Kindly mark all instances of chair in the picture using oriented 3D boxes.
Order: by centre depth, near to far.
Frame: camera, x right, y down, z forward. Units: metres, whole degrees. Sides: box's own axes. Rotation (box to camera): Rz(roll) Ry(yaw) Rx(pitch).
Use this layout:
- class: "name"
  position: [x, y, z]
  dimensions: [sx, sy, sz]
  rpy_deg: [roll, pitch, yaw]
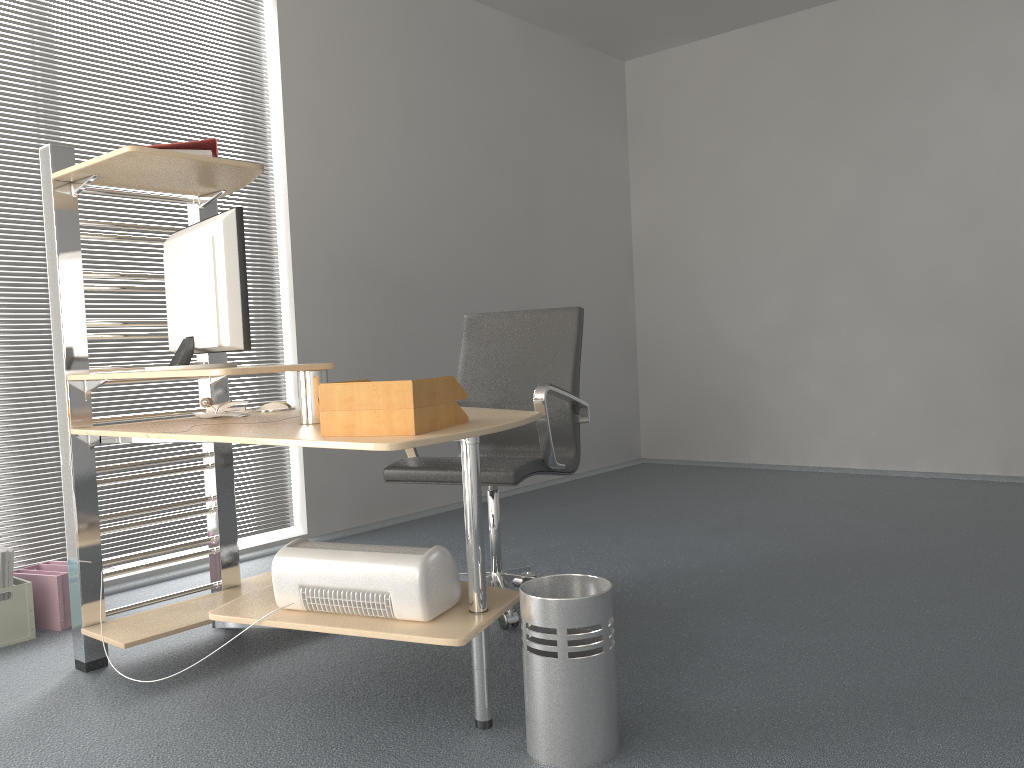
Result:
- class: "chair"
  position: [-0.067, 0.261, 3.111]
  dimensions: [0.584, 1.048, 0.652]
  rpy_deg: [-2, 3, 26]

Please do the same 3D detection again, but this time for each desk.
- class: "desk"
  position: [-0.495, 0.045, 2.554]
  dimensions: [1.469, 1.566, 0.967]
  rpy_deg: [-1, 3, 40]

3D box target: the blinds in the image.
- class: "blinds"
  position: [-1.761, -0.627, 3.544]
  dimensions: [0.022, 2.770, 1.950]
  rpy_deg: [-1, 3, 40]

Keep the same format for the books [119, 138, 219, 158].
- class: "books"
  position: [-1.014, -0.664, 2.648]
  dimensions: [0.262, 0.072, 0.320]
  rpy_deg: [-4, 2, -18]

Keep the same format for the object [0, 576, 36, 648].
- class: "object"
  position: [-1.774, 0.780, 3.018]
  dimensions: [0.245, 0.202, 0.185]
  rpy_deg: [-1, 3, 40]

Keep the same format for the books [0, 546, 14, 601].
- class: "books"
  position: [-1.768, 0.709, 3.026]
  dimensions: [0.220, 0.306, 0.068]
  rpy_deg: [-1, 3, 40]

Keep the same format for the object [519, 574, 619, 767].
- class: "object"
  position: [0.129, 0.640, 1.996]
  dimensions: [0.208, 0.377, 0.208]
  rpy_deg: [-3, 2, -7]

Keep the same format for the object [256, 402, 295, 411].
- class: "object"
  position: [-0.815, 0.076, 3.056]
  dimensions: [0.132, 0.026, 0.132]
  rpy_deg: [-1, 3, 40]

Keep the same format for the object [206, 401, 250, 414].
- class: "object"
  position: [-0.926, 0.080, 2.894]
  dimensions: [0.134, 0.042, 0.022]
  rpy_deg: [-3, 2, -8]

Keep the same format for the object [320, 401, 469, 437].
- class: "object"
  position: [-0.262, 0.074, 2.043]
  dimensions: [0.225, 0.060, 0.309]
  rpy_deg: [-2, 2, 19]

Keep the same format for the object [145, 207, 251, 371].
- class: "object"
  position: [-0.916, -0.251, 2.499]
  dimensions: [0.245, 0.418, 0.516]
  rpy_deg: [-4, 3, -28]

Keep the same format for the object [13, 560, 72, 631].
- class: "object"
  position: [-1.652, 0.766, 3.209]
  dimensions: [0.245, 0.202, 0.185]
  rpy_deg: [-2, 2, 22]

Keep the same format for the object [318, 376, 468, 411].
- class: "object"
  position: [-0.265, 0.017, 2.041]
  dimensions: [0.225, 0.060, 0.309]
  rpy_deg: [-2, 2, 19]

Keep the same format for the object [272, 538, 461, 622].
- class: "object"
  position: [-0.331, 0.468, 2.265]
  dimensions: [0.438, 0.162, 0.351]
  rpy_deg: [-2, 3, 24]

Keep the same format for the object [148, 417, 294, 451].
- class: "object"
  position: [-0.607, 0.114, 2.499]
  dimensions: [0.814, 0.082, 0.478]
  rpy_deg: [-5, 3, -43]

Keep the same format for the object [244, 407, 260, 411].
- class: "object"
  position: [-0.880, 0.085, 3.107]
  dimensions: [0.011, 0.011, 0.158]
  rpy_deg: [-1, 3, 37]

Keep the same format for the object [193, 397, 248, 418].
- class: "object"
  position: [-0.918, 0.073, 2.788]
  dimensions: [0.159, 0.064, 0.054]
  rpy_deg: [-3, 2, 7]
